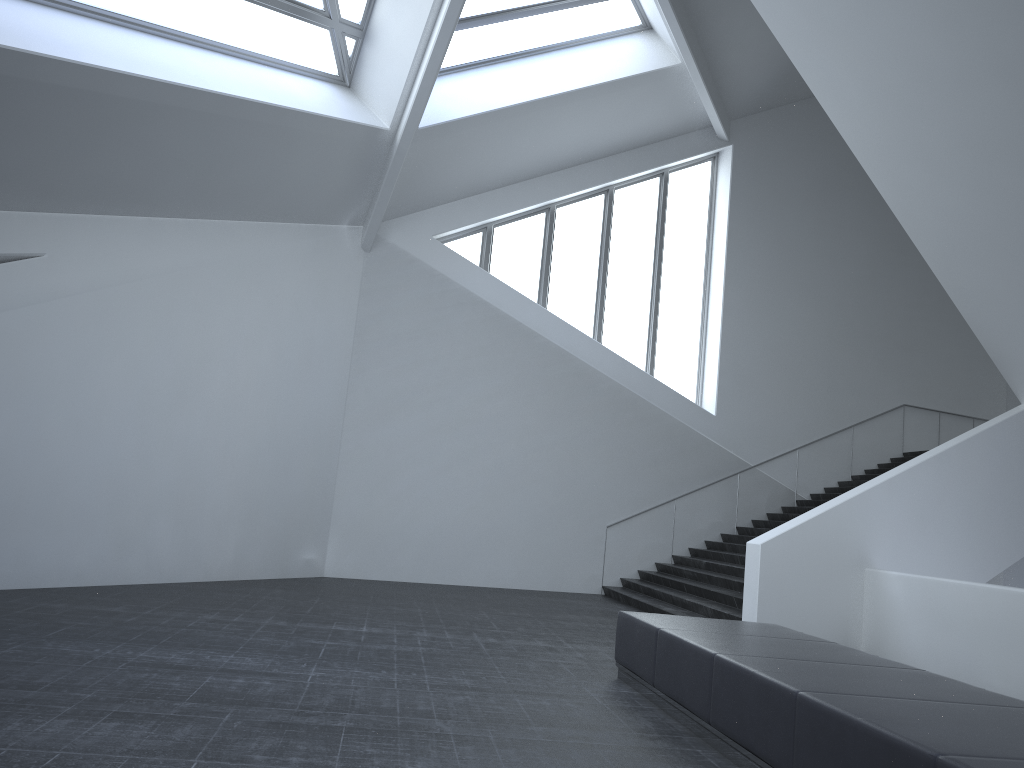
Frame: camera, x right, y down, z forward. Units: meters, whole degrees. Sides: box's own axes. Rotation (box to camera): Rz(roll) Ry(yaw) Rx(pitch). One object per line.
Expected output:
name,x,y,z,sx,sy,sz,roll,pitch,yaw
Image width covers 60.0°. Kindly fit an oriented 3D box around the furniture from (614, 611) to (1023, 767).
furniture,2.059,2.002,5.110,1.488,0.580,5.742,7,-8,-7
